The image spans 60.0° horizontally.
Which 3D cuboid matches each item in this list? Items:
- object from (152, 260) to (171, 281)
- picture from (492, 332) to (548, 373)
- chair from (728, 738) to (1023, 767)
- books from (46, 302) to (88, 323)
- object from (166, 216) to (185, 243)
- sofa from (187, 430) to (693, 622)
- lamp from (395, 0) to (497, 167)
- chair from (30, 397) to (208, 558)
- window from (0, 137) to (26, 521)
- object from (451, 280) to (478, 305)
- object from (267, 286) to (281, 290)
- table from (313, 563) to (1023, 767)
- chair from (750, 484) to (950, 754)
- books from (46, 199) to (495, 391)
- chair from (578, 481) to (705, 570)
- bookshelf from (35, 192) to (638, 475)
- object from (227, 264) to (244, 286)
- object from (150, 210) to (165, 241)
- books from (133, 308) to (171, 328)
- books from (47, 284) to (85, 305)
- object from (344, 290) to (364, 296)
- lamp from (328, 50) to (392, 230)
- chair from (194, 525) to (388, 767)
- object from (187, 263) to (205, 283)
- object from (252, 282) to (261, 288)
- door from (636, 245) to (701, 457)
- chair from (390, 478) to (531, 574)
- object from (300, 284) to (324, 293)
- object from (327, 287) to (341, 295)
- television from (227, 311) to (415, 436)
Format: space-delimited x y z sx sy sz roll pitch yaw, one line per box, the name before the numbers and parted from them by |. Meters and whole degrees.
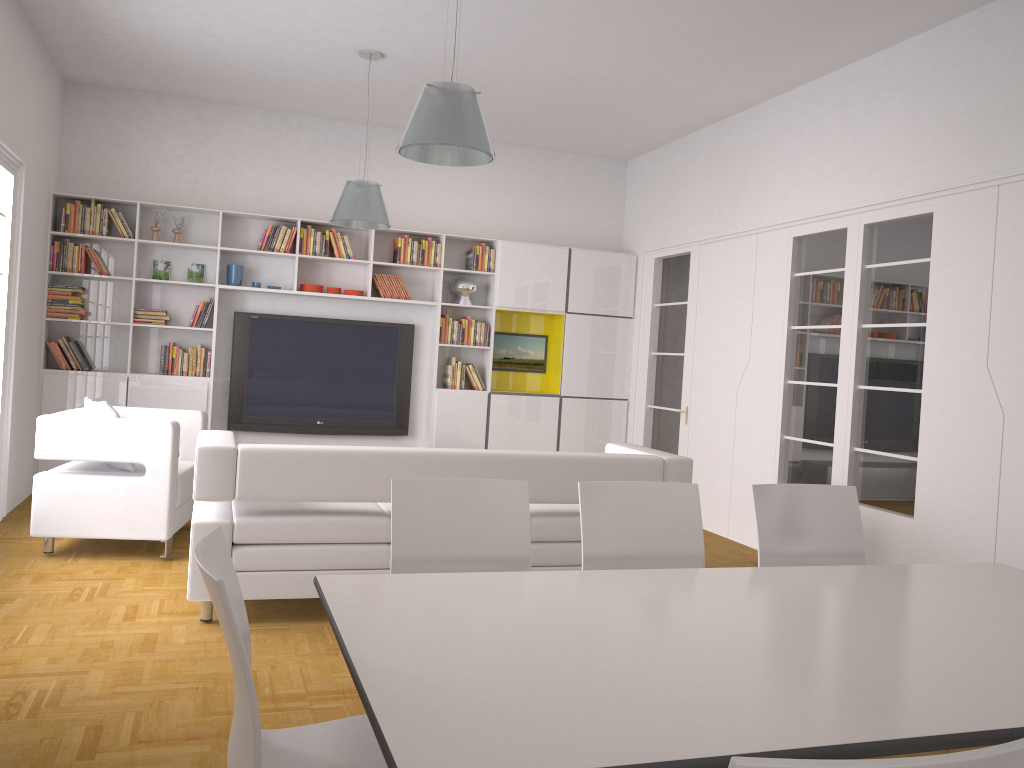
object | -3.099 -0.999 7.831 0.144 0.190 0.052 3 1 -19
picture | 0.067 -0.316 8.932 0.608 0.388 0.007 3 1 -19
chair | 0.358 0.867 1.258 0.561 0.931 0.576 3 1 -19
books | -3.766 -0.605 7.513 0.283 0.153 0.207 3 1 -19
object | -2.979 -1.353 7.791 0.179 0.260 0.119 4 1 2
sofa | -0.378 0.747 4.909 2.621 0.848 0.823 3 1 -19
lamp | -0.264 -1.671 4.068 0.464 1.249 0.465 3 1 -19
chair | -2.498 0.547 5.784 0.801 0.911 1.097 3 1 -9
window | -3.022 -0.239 4.576 0.195 2.527 3.352 3 1 -19
object | -0.464 -0.876 8.597 0.256 0.239 0.257 3 1 -11
object | -2.151 -0.865 8.025 0.124 0.032 0.124 3 2 -33
table | 0.771 0.966 2.220 2.410 0.722 1.211 3 1 -19
chair | 1.166 0.864 3.171 0.561 0.931 0.576 3 1 -19
books | -2.055 -0.753 8.065 3.861 1.455 0.235 3 1 -19
chair | 0.503 0.829 2.949 0.561 0.931 0.576 3 1 -19
bookshelf | -1.394 -0.219 8.338 5.363 2.479 0.390 3 1 -19
object | -2.474 -0.963 7.915 0.147 0.192 0.147 3 1 -29
object | -3.086 -1.368 7.737 0.120 0.279 0.179 3 1 -13
books | -3.133 -0.571 7.725 0.283 0.153 0.207 3 1 -19
books | -3.772 -0.754 7.507 0.252 0.153 0.207 3 1 -19
object | -1.470 -0.841 8.246 0.182 0.054 0.183 3 2 -22
lamp | -1.069 -1.788 6.479 0.464 1.249 0.465 3 1 -19
chair | -0.384 0.805 1.848 0.575 0.931 0.561 3 1 -19
object | -2.825 -0.985 7.923 0.144 0.190 0.052 3 1 -19
object | -2.299 -0.885 7.975 0.078 0.056 0.078 4 1 7
door | 1.449 -0.030 8.324 0.139 2.454 1.009 3 1 -19
chair | -0.123 0.796 2.739 0.561 0.931 0.576 3 1 -19
object | -1.839 -0.871 8.142 0.210 0.073 0.211 2 2 -44
object | -1.647 -0.854 8.207 0.128 0.073 0.129 3 1 -22
television | -1.762 -0.071 8.287 1.659 1.087 0.082 3 1 -19
